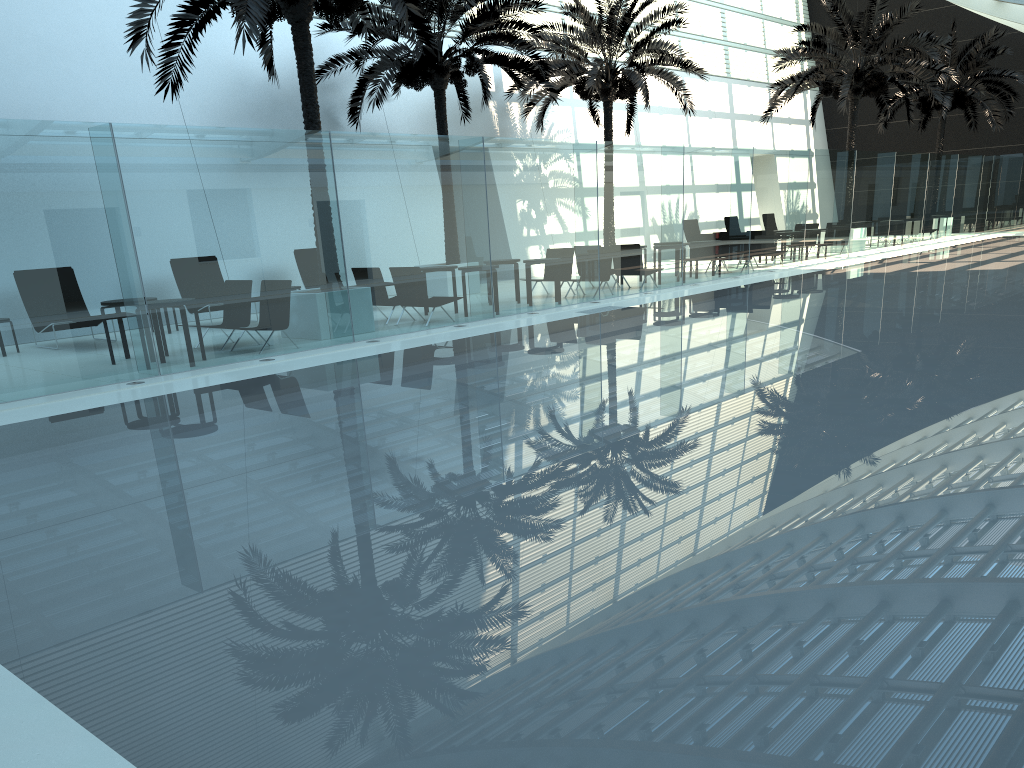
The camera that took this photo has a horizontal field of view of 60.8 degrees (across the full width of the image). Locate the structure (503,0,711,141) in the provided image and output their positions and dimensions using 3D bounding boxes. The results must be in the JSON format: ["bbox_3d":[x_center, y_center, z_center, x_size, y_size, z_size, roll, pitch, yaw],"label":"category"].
[{"bbox_3d":[2.368,-6.397,22.130,4.619,7.230,4.087,-7,18,-13],"label":"structure"}]

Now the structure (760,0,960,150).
[{"bbox_3d":[9.838,-7.469,25.097,4.758,7.361,4.283,9,21,34],"label":"structure"}]

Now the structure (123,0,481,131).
[{"bbox_3d":[-2.973,-4.208,11.864,4.385,7.360,4.649,-13,19,-28],"label":"structure"}]

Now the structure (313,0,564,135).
[{"bbox_3d":[-1.494,-5.329,17.863,4.627,7.166,4.080,3,18,20],"label":"structure"}]

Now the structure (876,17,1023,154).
[{"bbox_3d":[15.310,-8.855,30.709,4.442,7.360,4.586,3,18,20],"label":"structure"}]
